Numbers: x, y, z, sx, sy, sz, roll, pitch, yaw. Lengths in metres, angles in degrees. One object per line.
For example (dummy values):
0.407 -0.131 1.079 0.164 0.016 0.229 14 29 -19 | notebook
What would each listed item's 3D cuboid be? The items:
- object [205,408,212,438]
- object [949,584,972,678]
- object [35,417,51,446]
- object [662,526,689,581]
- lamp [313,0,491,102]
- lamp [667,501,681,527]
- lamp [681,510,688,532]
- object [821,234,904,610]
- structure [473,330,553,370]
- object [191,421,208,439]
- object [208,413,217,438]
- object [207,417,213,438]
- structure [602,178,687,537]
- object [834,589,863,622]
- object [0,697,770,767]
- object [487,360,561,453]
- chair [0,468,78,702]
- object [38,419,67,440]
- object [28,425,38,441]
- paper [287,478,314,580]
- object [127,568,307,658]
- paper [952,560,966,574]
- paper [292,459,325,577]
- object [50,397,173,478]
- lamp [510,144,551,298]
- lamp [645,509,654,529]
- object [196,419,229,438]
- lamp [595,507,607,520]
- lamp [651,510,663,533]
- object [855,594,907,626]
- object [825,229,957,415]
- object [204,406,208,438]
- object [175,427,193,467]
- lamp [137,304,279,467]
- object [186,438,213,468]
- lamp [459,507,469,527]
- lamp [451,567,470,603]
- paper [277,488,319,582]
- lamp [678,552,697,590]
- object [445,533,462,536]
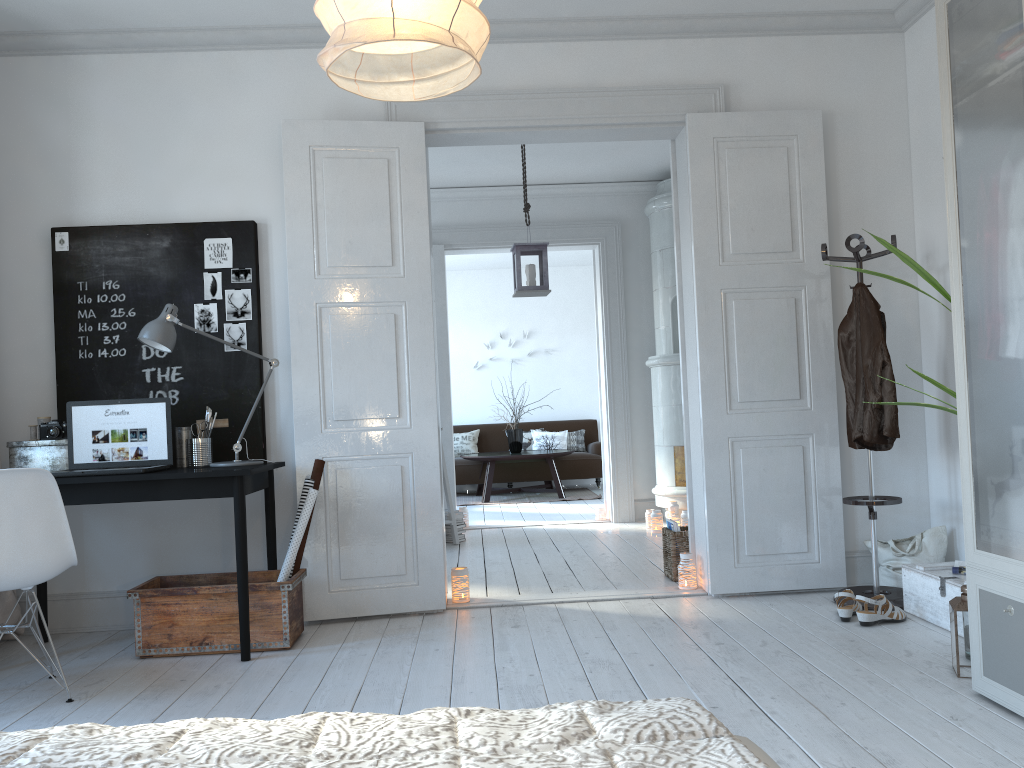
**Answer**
-1.379 0.237 3.998 0.012 0.264 0.062 -3 -1 40 | object
1.534 0.785 2.943 0.132 0.351 0.138 -3 -1 20 | object
-2.088 0.210 3.912 0.056 0.130 0.167 -3 -2 -4 | object
0.979 0.920 4.842 0.270 0.265 0.224 -3 -1 -3 | object
-0.235 -1.210 1.737 0.339 1.230 0.340 -3 -1 29 | lamp
1.235 1.003 6.768 0.098 0.210 0.098 -3 -1 2 | lamp
1.289 1.014 6.523 0.089 0.166 0.089 -3 -1 -4 | lamp
1.627 0.164 4.055 0.374 1.658 0.374 -3 -1 5 | object
0.010 -0.439 11.304 1.025 0.478 0.085 -3 -1 -3 | structure
-1.414 0.269 3.992 0.081 0.198 0.050 -3 -1 22 | object
-1.363 0.249 3.984 0.084 0.240 0.009 -2 -1 -26 | object
-1.375 0.259 3.989 0.009 0.221 0.082 -3 -1 27 | object
1.321 -0.218 6.968 0.801 2.826 1.247 -4 -2 42 | structure
1.438 0.931 3.806 0.099 0.125 0.272 -3 -2 30 | object
-0.485 0.415 0.900 1.460 0.104 0.405 -3 -2 -3 | object
0.146 0.242 9.979 0.845 1.065 0.526 -2 -1 -32 | object
-1.795 0.705 3.126 0.474 0.824 0.554 -2 -2 -38 | chair
-1.990 0.198 3.849 0.137 0.087 0.073 -3 -1 -3 | object
-2.145 0.219 3.975 0.040 0.069 0.040 -2 -1 -15 | object
-0.969 0.757 3.892 0.043 0.669 0.266 -4 -1 42 | paper
-1.237 0.974 3.786 0.664 0.282 0.339 -3 -2 -3 | object
1.907 0.746 3.583 0.222 0.031 0.175 -4 -2 30 | paper
-0.948 0.716 3.964 0.048 0.746 0.297 -4 -1 42 | paper
-1.696 0.219 3.695 0.445 0.315 0.326 -3 -2 -3 | object
0.087 -1.463 5.806 0.228 1.761 0.228 -3 -1 -6 | lamp
1.075 1.046 6.859 0.084 0.146 0.084 -3 -1 2 | lamp
-1.359 0.265 4.038 0.138 0.208 0.034 -2 -1 -23 | object
0.748 1.092 7.472 0.093 0.110 0.093 -3 -1 14 | lamp
1.084 1.027 6.628 0.089 0.166 0.089 -3 -1 -1 | lamp
1.535 0.922 3.669 0.272 0.125 0.099 -2 -2 -30 | object
1.675 0.179 3.100 1.044 1.553 0.289 -3 -1 27 | object
-1.384 0.234 3.998 0.008 0.267 0.060 -3 -1 14 | object
-1.495 0.291 4.049 0.079 0.188 0.079 -2 -1 -24 | object
-1.325 0.010 3.924 0.616 0.715 0.230 -2 -1 -32 | lamp
-1.401 0.308 3.981 0.108 0.128 0.108 -3 -1 12 | object
-0.407 1.115 7.430 0.089 0.166 0.089 -3 -1 -4 | lamp
-0.256 0.999 4.408 0.089 0.166 0.089 -2 -1 -10 | lamp
-0.966 0.772 3.833 0.283 0.626 0.041 -2 -1 -24 | paper
0.883 0.945 4.472 0.093 0.179 0.093 -2 -1 -20 | lamp
-0.471 1.125 6.671 0.156 0.014 0.111 -4 -3 40 | object
